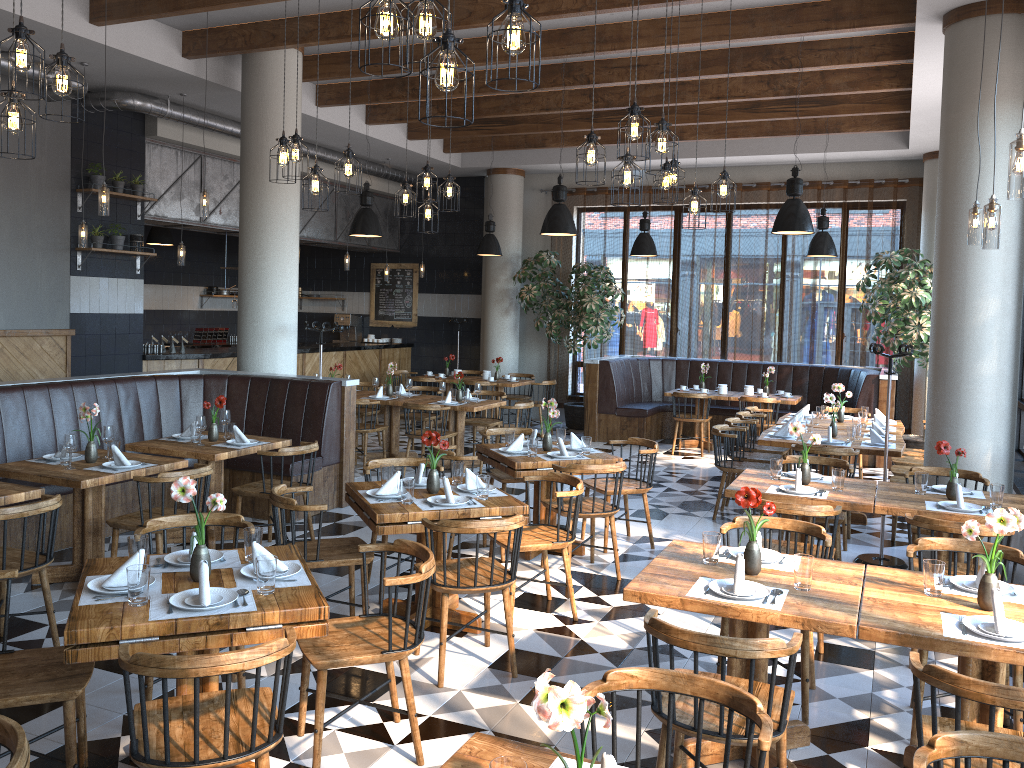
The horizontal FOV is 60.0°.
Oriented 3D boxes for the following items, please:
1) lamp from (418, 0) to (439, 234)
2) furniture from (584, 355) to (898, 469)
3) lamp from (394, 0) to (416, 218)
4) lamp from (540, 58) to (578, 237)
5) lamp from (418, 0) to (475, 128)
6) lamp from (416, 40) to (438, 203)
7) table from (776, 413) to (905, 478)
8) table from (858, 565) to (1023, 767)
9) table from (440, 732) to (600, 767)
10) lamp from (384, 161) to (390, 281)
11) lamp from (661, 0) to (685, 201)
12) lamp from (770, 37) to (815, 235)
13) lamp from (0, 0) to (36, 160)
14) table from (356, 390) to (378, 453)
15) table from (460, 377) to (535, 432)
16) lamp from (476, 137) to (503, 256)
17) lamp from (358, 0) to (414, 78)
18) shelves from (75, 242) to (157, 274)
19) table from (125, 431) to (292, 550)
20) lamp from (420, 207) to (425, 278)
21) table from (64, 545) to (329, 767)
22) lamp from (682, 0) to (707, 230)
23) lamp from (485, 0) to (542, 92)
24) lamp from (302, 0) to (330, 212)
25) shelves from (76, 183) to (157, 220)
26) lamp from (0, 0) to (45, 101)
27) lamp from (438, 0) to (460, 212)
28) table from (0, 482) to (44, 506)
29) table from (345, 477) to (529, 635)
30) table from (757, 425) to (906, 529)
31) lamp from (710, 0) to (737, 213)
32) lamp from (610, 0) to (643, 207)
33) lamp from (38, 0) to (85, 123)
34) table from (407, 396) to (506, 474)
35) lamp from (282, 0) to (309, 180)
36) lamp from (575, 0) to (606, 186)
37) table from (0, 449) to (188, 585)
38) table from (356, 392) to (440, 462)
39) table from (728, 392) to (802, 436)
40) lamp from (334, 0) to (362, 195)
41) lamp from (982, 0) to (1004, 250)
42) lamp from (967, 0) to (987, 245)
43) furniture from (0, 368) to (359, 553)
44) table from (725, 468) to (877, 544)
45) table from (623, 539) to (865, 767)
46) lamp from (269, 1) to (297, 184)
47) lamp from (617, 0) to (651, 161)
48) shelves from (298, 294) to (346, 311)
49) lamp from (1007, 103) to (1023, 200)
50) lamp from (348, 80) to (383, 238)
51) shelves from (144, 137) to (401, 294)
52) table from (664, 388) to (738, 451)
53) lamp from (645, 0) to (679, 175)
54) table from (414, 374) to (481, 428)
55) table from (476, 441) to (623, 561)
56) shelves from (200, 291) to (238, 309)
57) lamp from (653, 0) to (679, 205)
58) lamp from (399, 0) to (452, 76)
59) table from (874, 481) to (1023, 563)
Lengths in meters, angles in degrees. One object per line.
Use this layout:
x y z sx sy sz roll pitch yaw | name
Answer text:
-0.684 -2.317 7.477 0.175 2.067 0.175 4 3 41 | lamp
3.229 0.288 12.524 4.041 1.148 1.921 4 5 23 | furniture
-0.887 -2.460 7.552 0.175 2.067 0.175 2 3 8 | lamp
0.501 -2.445 8.970 0.390 1.861 0.391 2 3 11 | lamp
-0.194 -1.914 2.948 0.175 2.067 0.175 2 3 18 | lamp
-0.671 -2.527 7.235 0.175 2.067 0.175 4 3 41 | lamp
3.379 0.775 9.158 1.217 0.762 1.216 4 5 27 | table
1.765 1.226 3.347 0.851 0.762 0.851 3 4 23 | table
0.117 1.319 1.715 0.851 0.762 0.851 3 4 23 | table
-1.912 -2.568 13.649 0.078 1.960 0.078 0 3 -37 | lamp
1.238 -2.419 6.622 0.175 2.067 0.175 2 3 9 | lamp
2.592 -2.306 8.058 0.390 1.861 0.391 2 3 1 | lamp
-2.224 -2.060 3.959 0.175 2.067 0.175 2 3 7 | lamp
-2.197 0.476 10.761 0.851 0.762 0.851 3 4 23 | table
-0.222 0.327 13.165 0.851 0.762 0.851 3 4 23 | table
-0.304 -2.804 12.885 0.390 1.861 0.391 1 3 -19 | lamp
-0.401 -2.097 2.975 0.175 2.067 0.175 2 3 7 | lamp
-4.429 -1.406 9.946 0.247 0.297 0.906 3 5 23 | shelves
-2.296 0.818 6.746 0.851 0.762 0.851 3 4 23 | table
-1.464 -2.747 14.660 0.078 1.960 0.078 0 3 -34 | lamp
-1.211 1.135 3.414 0.864 0.762 0.866 0 4 -21 | table
1.360 -2.169 6.439 0.175 2.067 0.175 2 3 9 | lamp
0.032 -2.039 2.950 0.175 2.067 0.175 1 3 -15 | lamp
-1.292 -2.200 5.912 0.175 2.067 0.175 1 3 -6 | lamp
-4.411 -2.034 9.919 0.247 0.297 0.906 3 5 23 | shelves
-2.081 -2.270 3.763 0.175 2.067 0.175 2 3 7 | lamp
-0.499 -2.475 7.352 0.175 2.067 0.175 3 3 30 | lamp
-3.175 0.964 4.737 0.851 0.762 0.851 3 4 23 | table
-0.466 1.010 5.117 0.864 0.762 0.866 0 4 -21 | table
2.874 0.859 8.003 1.217 0.762 1.216 4 5 27 | table
1.582 -2.296 6.475 0.175 2.067 0.175 1 3 -24 | lamp
0.696 -2.076 5.135 0.175 2.067 0.175 4 3 43 | lamp
-2.004 -2.228 3.958 0.175 2.067 0.175 1 2 -4 | lamp
-0.634 0.580 10.079 0.851 0.762 0.851 3 4 23 | table
-1.460 -2.448 6.054 0.175 2.067 0.175 1 3 -6 | lamp
0.495 -2.220 5.214 0.175 2.067 0.175 2 3 9 | lamp
-2.738 0.891 5.735 0.851 0.762 0.851 3 4 23 | table
-1.415 0.528 10.420 0.851 0.762 0.851 3 4 23 | table
3.382 0.544 11.850 0.851 0.762 0.851 3 4 23 | table
-1.089 -2.333 6.003 0.175 2.067 0.175 0 3 -39 | lamp
2.392 -1.645 4.334 0.078 1.960 0.078 0 3 -26 | lamp
2.839 -1.824 5.345 0.078 1.960 0.078 2 2 -1 | lamp
-3.611 0.693 5.497 1.919 1.148 6.598 4 5 23 | furniture
1.863 1.027 5.706 0.851 0.762 0.851 3 4 23 | table
0.981 1.174 3.689 0.851 0.762 0.851 3 4 23 | table
-1.496 -2.375 5.851 0.175 2.067 0.175 1 3 -17 | lamp
0.705 -2.286 4.894 0.175 2.067 0.175 4 3 43 | lamp
-3.598 -1.508 16.357 1.042 0.297 0.300 4 4 24 | shelves
1.966 -1.686 3.347 0.078 1.960 0.078 3 3 31 | lamp
-1.613 -2.585 9.892 0.390 1.861 0.391 2 3 1 | lamp
-3.481 -2.223 13.251 0.682 1.791 5.874 3 5 23 | shelves
2.600 0.492 12.191 0.851 0.762 0.851 3 4 23 | table
0.879 -2.234 5.007 0.175 2.067 0.175 3 3 31 | lamp
-1.004 0.275 13.506 0.851 0.762 0.851 3 4 23 | table
0.255 0.890 6.765 0.864 0.762 0.866 0 4 -21 | table
-4.964 -1.455 15.472 0.300 0.297 1.043 3 5 23 | shelves
1.150 -2.349 6.435 0.175 2.067 0.175 2 2 -2 | lamp
-0.285 -2.165 3.147 0.175 2.067 0.175 2 3 18 | lamp
2.647 1.079 5.364 0.851 0.762 0.851 3 4 23 | table
